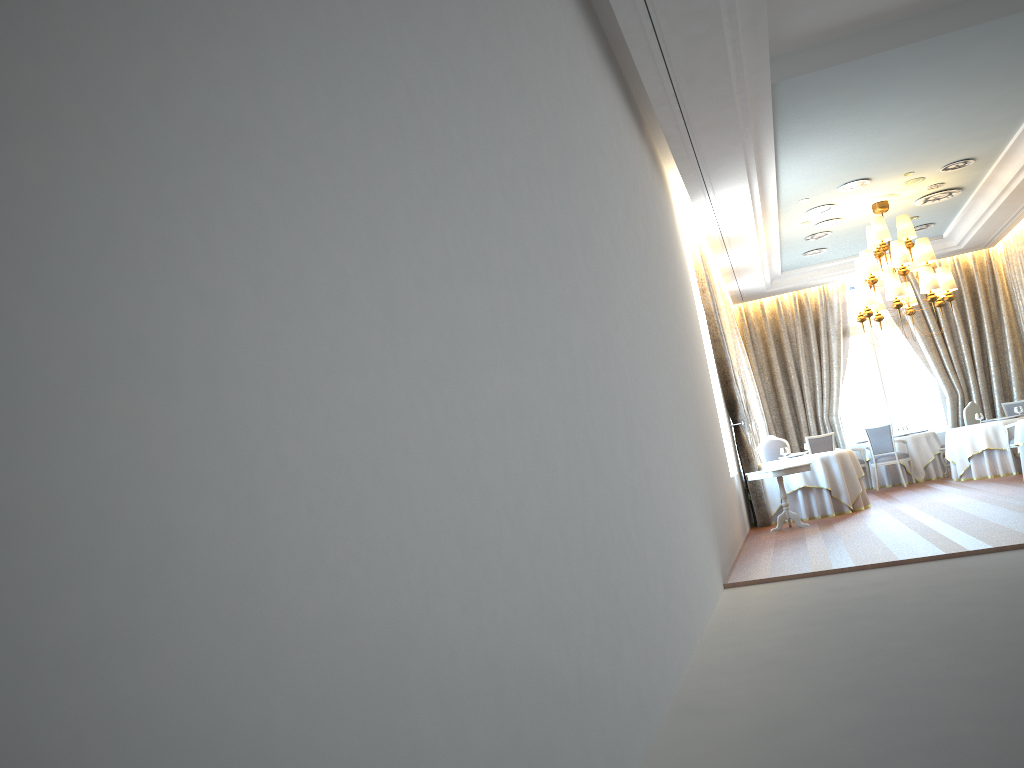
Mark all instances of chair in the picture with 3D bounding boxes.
[{"bbox_3d":[6.062,1.435,16.276,0.629,1.108,0.650,-8,-7,-18],"label":"chair"},{"bbox_3d":[7.866,0.746,13.283,0.650,1.108,0.629,-8,-7,-13],"label":"chair"},{"bbox_3d":[7.961,0.970,15.680,0.563,1.233,0.690,-5,-8,-33],"label":"chair"},{"bbox_3d":[4.190,1.360,13.502,0.563,1.233,0.690,-9,-7,-8],"label":"chair"},{"bbox_3d":[4.869,1.372,14.089,0.650,1.108,0.629,-9,-7,-8],"label":"chair"},{"bbox_3d":[8.770,0.833,15.257,0.650,1.108,0.629,-15,-9,36],"label":"chair"},{"bbox_3d":[6.507,1.245,15.377,0.650,1.108,0.629,-14,-8,31],"label":"chair"}]

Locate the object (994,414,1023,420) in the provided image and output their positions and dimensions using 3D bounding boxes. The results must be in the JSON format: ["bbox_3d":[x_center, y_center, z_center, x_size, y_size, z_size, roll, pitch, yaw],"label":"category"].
[{"bbox_3d":[7.811,0.529,13.929,0.419,0.036,0.419,-12,-7,15],"label":"object"}]

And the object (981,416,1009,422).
[{"bbox_3d":[8.018,0.591,14.720,0.419,0.036,0.419,-12,-7,15],"label":"object"}]

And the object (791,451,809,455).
[{"bbox_3d":[4.808,1.158,14.755,0.419,0.036,0.419,-12,-7,15],"label":"object"}]

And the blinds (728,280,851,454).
[{"bbox_3d":[5.848,-0.198,17.864,2.535,4.901,0.386,-12,-7,16],"label":"blinds"}]

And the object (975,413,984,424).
[{"bbox_3d":[7.717,0.567,14.634,0.128,0.165,0.128,-12,-7,16],"label":"object"}]

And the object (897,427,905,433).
[{"bbox_3d":[7.160,0.873,16.307,0.128,0.165,0.128,-12,-7,16],"label":"object"}]

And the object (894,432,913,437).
[{"bbox_3d":[7.026,0.925,16.006,0.419,0.036,0.419,-12,-7,15],"label":"object"}]

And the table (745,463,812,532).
[{"bbox_3d":[3.456,1.463,11.237,0.761,0.801,0.760,-5,-8,-34],"label":"table"}]

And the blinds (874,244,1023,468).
[{"bbox_3d":[8.548,-0.772,17.056,2.476,4.901,0.386,-12,-7,16],"label":"blinds"}]

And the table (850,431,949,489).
[{"bbox_3d":[7.127,1.430,16.399,1.667,0.890,1.663,-15,-9,35],"label":"table"}]

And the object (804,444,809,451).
[{"bbox_3d":[5.023,1.090,15.036,0.128,0.165,0.128,-12,-7,16],"label":"object"}]

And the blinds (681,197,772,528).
[{"bbox_3d":[3.094,-0.352,12.753,0.315,4.930,2.204,-12,-7,16],"label":"blinds"}]

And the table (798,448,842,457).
[{"bbox_3d":[4.966,1.654,15.158,1.667,0.890,1.663,-11,-7,10],"label":"table"}]

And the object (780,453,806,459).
[{"bbox_3d":[4.153,1.068,13.112,0.419,0.036,0.419,-12,-7,15],"label":"object"}]

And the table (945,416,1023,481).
[{"bbox_3d":[7.893,1.031,14.269,1.663,0.890,1.667,-14,-8,30],"label":"table"}]

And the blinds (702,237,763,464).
[{"bbox_3d":[3.847,-0.193,15.089,0.335,4.969,2.257,-12,-7,16],"label":"blinds"}]

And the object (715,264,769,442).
[{"bbox_3d":[4.564,-0.015,17.150,0.386,4.901,2.121,-12,-7,16],"label":"object"}]

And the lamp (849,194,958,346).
[{"bbox_3d":[5.583,-1.669,12.924,1.373,2.121,1.373,-5,-9,-36],"label":"lamp"}]

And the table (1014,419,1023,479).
[{"bbox_3d":[7.337,0.752,11.243,1.663,0.890,1.667,-11,-7,5],"label":"table"}]

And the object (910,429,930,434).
[{"bbox_3d":[7.506,0.885,16.361,0.419,0.036,0.419,-12,-7,15],"label":"object"}]

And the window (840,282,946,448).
[{"bbox_3d":[7.357,-0.500,17.845,1.881,3.306,0.196,-12,-7,16],"label":"window"}]

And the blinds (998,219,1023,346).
[{"bbox_3d":[8.967,-1.154,14.720,0.238,4.819,4.439,-12,-7,16],"label":"blinds"}]

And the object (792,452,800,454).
[{"bbox_3d":[4.887,1.259,15.679,0.419,0.036,0.419,-12,-7,15],"label":"object"}]

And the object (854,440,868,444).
[{"bbox_3d":[6.540,1.066,16.454,0.419,0.036,0.419,-12,-7,15],"label":"object"}]

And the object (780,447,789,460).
[{"bbox_3d":[3.954,1.005,12.850,0.128,0.165,0.128,-10,-7,-2],"label":"object"}]

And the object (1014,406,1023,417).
[{"bbox_3d":[8.077,0.440,14.122,0.128,0.165,0.128,-12,-7,16],"label":"object"}]

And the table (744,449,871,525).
[{"bbox_3d":[4.175,1.481,12.647,1.663,0.890,1.667,-11,-7,5],"label":"table"}]

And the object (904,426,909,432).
[{"bbox_3d":[7.398,0.878,16.679,0.128,0.165,0.128,-12,-7,16],"label":"object"}]
